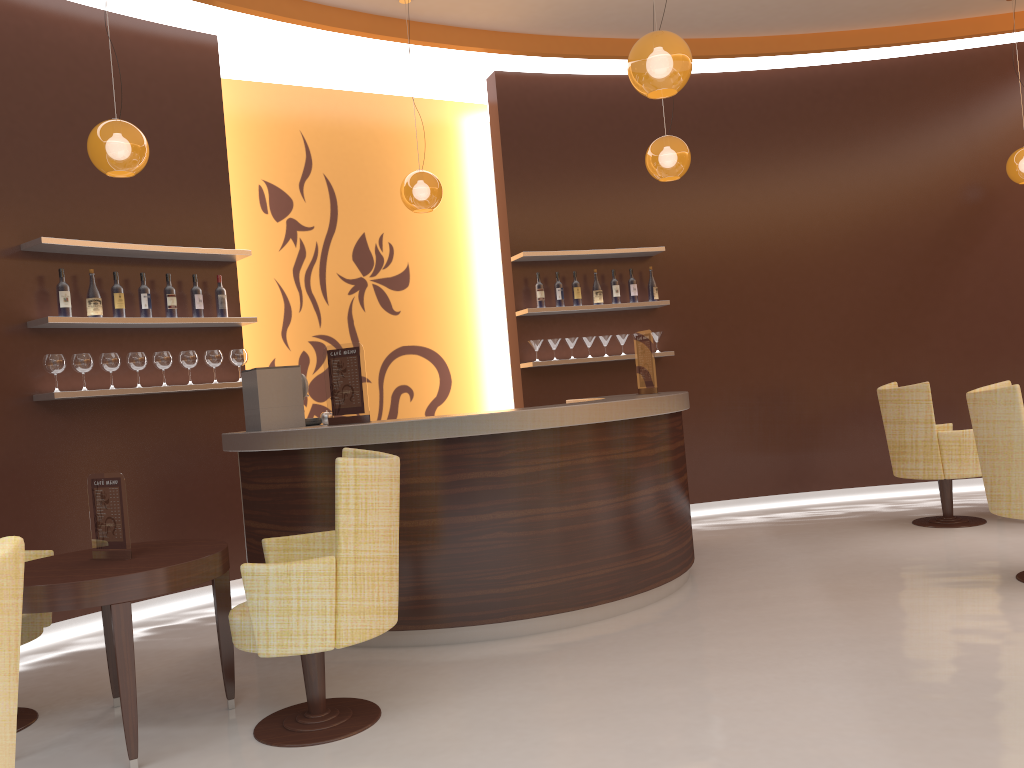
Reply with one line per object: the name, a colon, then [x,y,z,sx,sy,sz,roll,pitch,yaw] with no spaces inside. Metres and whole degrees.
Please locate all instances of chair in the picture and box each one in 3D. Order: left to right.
chair: [-1.156,0.800,1.383,0.685,1.017,0.729,-5,-1,43]
chair: [-2.307,0.919,3.653,0.685,1.017,0.729,-5,0,18]
chair: [-0.734,0.780,3.397,0.685,1.017,0.729,-5,0,-11]
chair: [3.007,0.479,6.301,0.685,1.017,0.729,-5,0,8]
chair: [2.744,0.488,4.530,0.685,1.017,0.729,-5,-1,28]

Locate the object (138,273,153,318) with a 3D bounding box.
object: [-2.282,-0.543,5.508,0.073,0.297,0.073,-5,-1,21]

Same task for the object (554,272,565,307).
object: [0.380,-0.760,7.185,0.073,0.297,0.073,-5,-1,-41]

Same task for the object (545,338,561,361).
object: [0.341,-0.274,7.160,0.137,0.174,0.137,-5,-1,-24]

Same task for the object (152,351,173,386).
object: [-2.184,-0.090,5.558,0.125,0.221,0.125,-5,-1,36]

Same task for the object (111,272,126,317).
object: [-2.395,-0.534,5.386,0.073,0.297,0.073,-5,0,-19]

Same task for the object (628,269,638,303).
object: [1.005,-0.812,7.390,0.073,0.297,0.073,-5,-1,-41]

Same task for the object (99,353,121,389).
object: [-2.404,-0.072,5.317,0.125,0.221,0.125,-5,-1,36]

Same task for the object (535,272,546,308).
object: [0.222,-0.747,7.121,0.073,0.297,0.073,-5,-1,-41]

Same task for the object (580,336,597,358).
object: [0.632,-0.297,7.263,0.137,0.174,0.137,-5,0,-14]

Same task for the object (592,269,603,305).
object: [0.699,-0.792,7.307,0.086,0.303,0.086,-5,0,-5]

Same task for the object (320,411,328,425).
object: [-1.020,0.185,4.897,0.075,0.077,0.075,-5,-1,-20]

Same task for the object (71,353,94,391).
object: [-2.510,-0.064,5.192,0.125,0.221,0.125,-5,-1,36]

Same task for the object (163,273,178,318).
object: [-2.168,-0.552,5.622,0.073,0.297,0.073,-5,-1,21]

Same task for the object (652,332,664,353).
object: [1.216,-0.346,7.440,0.137,0.174,0.137,-5,0,-14]

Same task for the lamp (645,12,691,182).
lamp: [0.976,-2.100,5.861,0.299,1.500,0.299,-5,-1,29]

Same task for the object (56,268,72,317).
object: [-2.594,-0.519,5.128,0.073,0.297,0.073,-5,-1,21]

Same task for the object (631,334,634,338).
object: [1.067,-0.333,7.398,0.137,0.174,0.137,-5,-1,36]

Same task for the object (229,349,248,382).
object: [-1.816,-0.119,5.905,0.125,0.221,0.125,-5,-1,36]

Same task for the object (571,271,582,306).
object: [0.525,-0.772,7.241,0.073,0.297,0.073,-5,0,9]

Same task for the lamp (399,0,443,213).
lamp: [-0.685,-1.953,6.190,0.299,1.500,0.299,-5,-1,29]

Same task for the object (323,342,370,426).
object: [-0.856,-0.001,4.571,0.258,0.414,0.052,-5,-1,25]

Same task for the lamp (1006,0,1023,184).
lamp: [4.061,-2.358,7.085,0.299,1.500,0.299,-5,0,11]

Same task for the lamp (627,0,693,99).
lamp: [0.628,-2.084,4.095,0.299,1.500,0.299,-5,0,-11]

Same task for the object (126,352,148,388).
object: [-2.295,-0.081,5.437,0.125,0.221,0.125,-5,-1,36]

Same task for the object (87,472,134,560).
object: [-1.572,0.515,3.457,0.209,0.335,0.042,-5,-1,25]

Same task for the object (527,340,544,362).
object: [0.197,-0.262,7.104,0.137,0.174,0.137,-5,-1,-24]

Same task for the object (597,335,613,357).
object: [0.770,-0.308,7.312,0.137,0.174,0.137,-5,0,-14]

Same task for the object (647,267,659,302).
object: [1.175,-0.832,7.434,0.086,0.303,0.086,-5,-1,25]

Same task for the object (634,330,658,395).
object: [0.872,-0.141,5.799,0.052,0.414,0.258,-5,-1,-20]

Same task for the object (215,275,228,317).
object: [-1.922,-0.571,5.855,0.073,0.297,0.073,-5,-1,21]

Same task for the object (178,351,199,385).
object: [-2.066,-0.099,5.677,0.125,0.221,0.125,-5,-1,36]

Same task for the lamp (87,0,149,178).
lamp: [-2.109,-1.842,4.638,0.299,1.500,0.299,-5,0,-10]

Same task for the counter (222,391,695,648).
counter: [0.064,0.684,5.110,2.917,1.100,1.586,-5,-1,-34]

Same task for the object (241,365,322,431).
object: [-1.277,0.076,4.968,0.373,0.340,0.270,-5,-1,-34]

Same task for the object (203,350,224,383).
object: [-1.946,-0.108,5.797,0.125,0.221,0.125,-5,-1,36]

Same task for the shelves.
shelves: [-0.795,-0.512,6.371,4.744,0.902,0.586,-5,-1,-32]

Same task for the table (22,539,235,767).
table: [-1.528,1.020,3.436,0.874,0.679,0.872,-5,-1,-32]

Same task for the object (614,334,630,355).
object: [0.916,-0.321,7.356,0.137,0.174,0.137,-5,0,-14]

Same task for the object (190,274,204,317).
object: [-2.043,-0.561,5.743,0.073,0.297,0.073,-5,0,8]

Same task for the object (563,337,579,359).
object: [0.486,-0.286,7.216,0.137,0.174,0.137,-5,0,-14]

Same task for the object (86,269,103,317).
object: [-2.492,-0.531,5.280,0.086,0.303,0.086,-5,0,-10]

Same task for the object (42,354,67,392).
object: [-2.608,-0.057,5.068,0.125,0.221,0.125,-5,-1,36]

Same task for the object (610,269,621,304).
object: [0.853,-0.800,7.346,0.073,0.297,0.073,-5,-1,-41]
